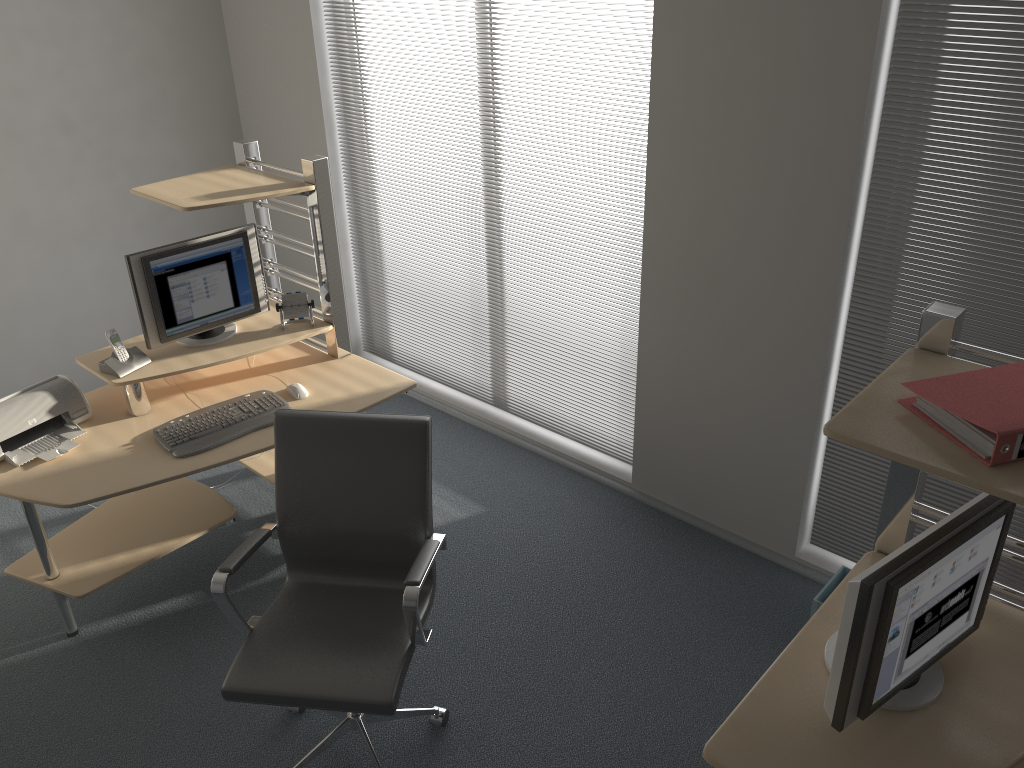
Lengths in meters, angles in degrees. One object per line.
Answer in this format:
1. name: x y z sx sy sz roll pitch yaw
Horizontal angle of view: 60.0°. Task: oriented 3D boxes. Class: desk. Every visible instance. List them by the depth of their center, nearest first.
1. desk: 0.855 0.909 1.651 0.967 1.566 1.469 22 36 37
2. desk: -1.223 0.074 3.322 0.967 1.566 1.469 22 36 37

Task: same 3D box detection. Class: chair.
1. chair: -0.511 0.696 2.671 0.584 1.048 0.652 2 28 7

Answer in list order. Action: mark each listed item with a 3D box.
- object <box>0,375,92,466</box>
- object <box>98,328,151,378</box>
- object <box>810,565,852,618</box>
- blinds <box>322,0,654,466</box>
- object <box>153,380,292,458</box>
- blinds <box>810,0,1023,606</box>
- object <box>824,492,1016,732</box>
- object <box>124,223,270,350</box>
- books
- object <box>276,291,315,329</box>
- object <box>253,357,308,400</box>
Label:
1. object: -1.710 0.142 3.155 0.351 0.162 0.438 16 33 30
2. object: -1.468 -0.130 3.326 0.119 0.151 0.150 13 31 25
3. object: 1.223 0.839 3.224 0.185 0.202 0.245 22 36 37
4. blinds: -0.181 -1.125 4.035 1.950 2.749 0.037 22 36 37
5. object: -1.237 0.064 3.470 0.478 0.082 0.814 -23 35 -34
6. blinds: 1.903 -0.287 2.361 1.950 2.770 0.022 22 36 37
7. object: 0.821 0.437 1.860 0.516 0.418 0.245 -14 31 -22
8. object: -1.242 -0.391 3.517 0.516 0.418 0.245 -18 32 -28
9. books: 0.978 0.037 1.727 0.320 0.072 0.262 -9 29 -13
10. object: -0.885 -0.305 3.635 0.154 0.135 0.093 -7 29 -9
11. object: -1.031 -0.072 3.707 0.742 0.088 0.168 24 37 38
